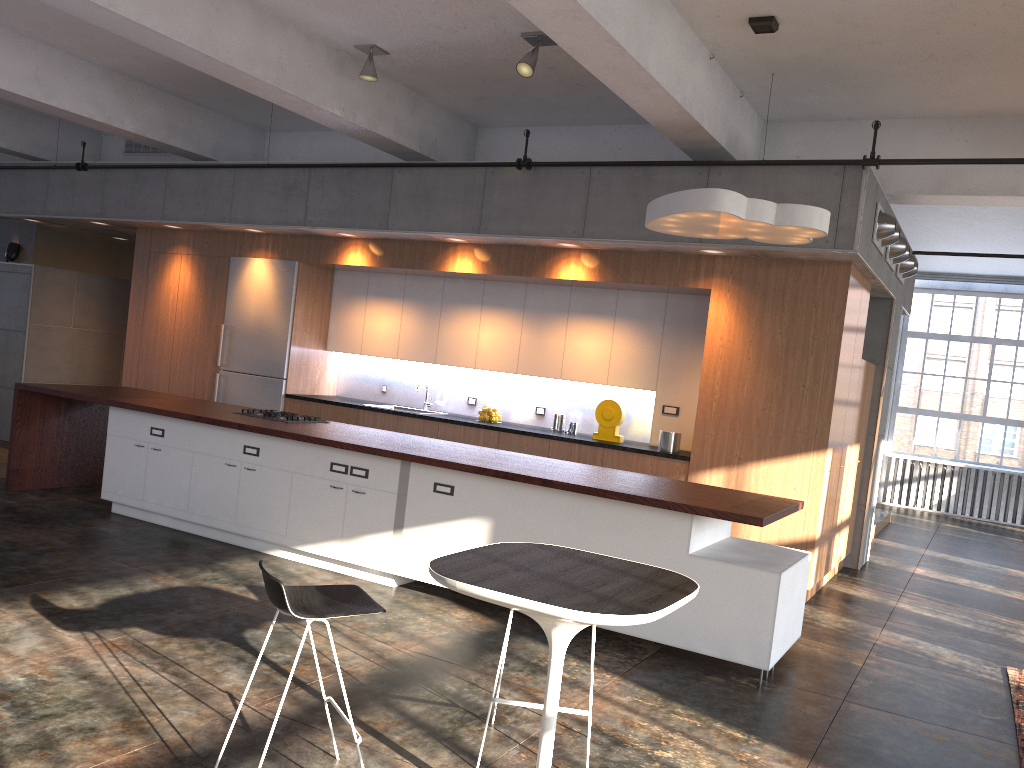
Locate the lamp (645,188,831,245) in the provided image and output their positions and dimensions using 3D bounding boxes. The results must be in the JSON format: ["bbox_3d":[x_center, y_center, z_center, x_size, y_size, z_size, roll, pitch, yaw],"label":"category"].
[{"bbox_3d":[1.440,-1.051,5.711,1.092,0.130,0.995,6,1,-16],"label":"lamp"}]

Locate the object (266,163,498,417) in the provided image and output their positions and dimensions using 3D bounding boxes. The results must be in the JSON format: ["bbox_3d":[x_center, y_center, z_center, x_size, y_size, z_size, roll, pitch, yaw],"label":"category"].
[{"bbox_3d":[-0.170,0.298,8.694,0.061,0.053,0.053,8,2,35],"label":"object"}]

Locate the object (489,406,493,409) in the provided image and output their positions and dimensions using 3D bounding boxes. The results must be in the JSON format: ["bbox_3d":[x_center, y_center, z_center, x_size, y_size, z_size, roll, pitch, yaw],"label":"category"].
[{"bbox_3d":[-4.580,-1.371,10.405,9.757,2.166,0.059,7,2,21],"label":"object"}]

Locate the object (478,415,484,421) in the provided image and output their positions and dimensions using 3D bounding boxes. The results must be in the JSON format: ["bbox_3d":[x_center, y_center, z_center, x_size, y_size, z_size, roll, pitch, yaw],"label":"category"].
[{"bbox_3d":[0.775,-0.651,7.620,0.058,2.311,2.852,4,3,-43],"label":"object"}]

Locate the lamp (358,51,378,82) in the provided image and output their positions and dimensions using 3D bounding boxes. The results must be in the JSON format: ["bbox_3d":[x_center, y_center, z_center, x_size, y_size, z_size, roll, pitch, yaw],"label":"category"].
[{"bbox_3d":[-1.123,-2.518,6.990,0.158,0.216,0.153,6,2,-25],"label":"lamp"}]

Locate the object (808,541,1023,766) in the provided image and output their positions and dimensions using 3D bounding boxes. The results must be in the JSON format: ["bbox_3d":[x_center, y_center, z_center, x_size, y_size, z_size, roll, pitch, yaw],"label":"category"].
[{"bbox_3d":[-3.515,1.181,9.083,26.704,0.001,20.096,7,1,28],"label":"object"}]

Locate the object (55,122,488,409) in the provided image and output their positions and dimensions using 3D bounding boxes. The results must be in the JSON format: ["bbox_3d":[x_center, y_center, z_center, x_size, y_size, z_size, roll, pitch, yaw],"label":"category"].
[{"bbox_3d":[-0.258,0.239,8.769,0.060,0.060,0.049,6,2,-27],"label":"object"}]

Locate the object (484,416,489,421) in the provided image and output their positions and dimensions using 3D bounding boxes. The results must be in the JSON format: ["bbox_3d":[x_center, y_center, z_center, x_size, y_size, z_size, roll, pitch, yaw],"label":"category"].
[{"bbox_3d":[-0.247,0.342,8.663,0.053,0.053,0.062,7,2,16],"label":"object"}]

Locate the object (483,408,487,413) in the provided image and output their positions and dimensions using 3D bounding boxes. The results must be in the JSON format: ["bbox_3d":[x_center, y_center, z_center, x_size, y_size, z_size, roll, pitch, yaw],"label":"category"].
[{"bbox_3d":[-3.295,-1.188,9.705,6.776,2.170,0.054,7,2,19],"label":"object"}]

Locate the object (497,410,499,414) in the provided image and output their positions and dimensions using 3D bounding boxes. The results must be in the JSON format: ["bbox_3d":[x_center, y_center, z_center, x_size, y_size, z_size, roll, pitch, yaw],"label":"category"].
[{"bbox_3d":[-0.152,0.277,8.745,0.054,0.052,0.061,6,2,-14],"label":"object"}]

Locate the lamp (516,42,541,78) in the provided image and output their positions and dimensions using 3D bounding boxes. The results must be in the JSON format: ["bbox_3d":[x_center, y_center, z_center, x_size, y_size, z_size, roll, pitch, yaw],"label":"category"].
[{"bbox_3d":[0.113,-2.298,6.233,0.131,0.287,0.223,7,2,12],"label":"lamp"}]

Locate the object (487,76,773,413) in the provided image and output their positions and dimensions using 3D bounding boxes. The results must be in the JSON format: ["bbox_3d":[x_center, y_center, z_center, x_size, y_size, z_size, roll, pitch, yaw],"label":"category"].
[{"bbox_3d":[-0.215,0.253,8.644,0.059,0.060,0.051,5,2,-39],"label":"object"}]

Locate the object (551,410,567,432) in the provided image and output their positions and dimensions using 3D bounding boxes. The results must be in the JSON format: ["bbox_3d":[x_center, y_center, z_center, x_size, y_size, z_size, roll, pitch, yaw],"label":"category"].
[{"bbox_3d":[0.462,0.349,8.570,0.142,0.210,0.061,8,2,27],"label":"object"}]

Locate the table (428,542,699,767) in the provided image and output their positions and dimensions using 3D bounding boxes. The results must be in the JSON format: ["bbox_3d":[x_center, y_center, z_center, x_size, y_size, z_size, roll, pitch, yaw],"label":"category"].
[{"bbox_3d":[0.133,1.123,3.061,0.814,0.952,0.843,8,2,28],"label":"table"}]

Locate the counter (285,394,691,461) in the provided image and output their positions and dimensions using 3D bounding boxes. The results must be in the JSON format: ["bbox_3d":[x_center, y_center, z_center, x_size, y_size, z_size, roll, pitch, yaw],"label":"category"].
[{"bbox_3d":[-0.065,0.402,9.043,4.379,0.039,1.636,7,1,27],"label":"counter"}]

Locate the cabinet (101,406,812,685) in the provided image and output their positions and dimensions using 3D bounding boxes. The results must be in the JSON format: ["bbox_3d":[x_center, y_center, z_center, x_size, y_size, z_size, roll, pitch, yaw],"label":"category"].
[{"bbox_3d":[-0.764,0.960,6.567,5.545,0.931,0.938,7,2,27],"label":"cabinet"}]

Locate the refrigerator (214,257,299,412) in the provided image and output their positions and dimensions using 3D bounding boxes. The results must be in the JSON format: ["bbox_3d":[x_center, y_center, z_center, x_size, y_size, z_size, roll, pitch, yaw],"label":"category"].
[{"bbox_3d":[-2.759,-0.248,9.576,0.940,2.192,0.223,8,2,24],"label":"refrigerator"}]

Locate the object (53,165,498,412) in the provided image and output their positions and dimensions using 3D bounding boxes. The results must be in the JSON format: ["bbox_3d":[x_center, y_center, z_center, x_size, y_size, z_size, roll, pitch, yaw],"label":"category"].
[{"bbox_3d":[-0.168,0.254,8.672,0.052,0.051,0.064,7,2,21],"label":"object"}]

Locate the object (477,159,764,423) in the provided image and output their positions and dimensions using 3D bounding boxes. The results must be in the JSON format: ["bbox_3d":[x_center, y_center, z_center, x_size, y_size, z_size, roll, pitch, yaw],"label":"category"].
[{"bbox_3d":[-4.972,0.154,12.968,12.898,1.215,0.969,8,2,38],"label":"object"}]

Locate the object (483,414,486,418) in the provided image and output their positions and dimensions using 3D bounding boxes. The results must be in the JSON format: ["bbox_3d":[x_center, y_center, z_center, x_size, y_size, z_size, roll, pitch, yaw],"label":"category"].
[{"bbox_3d":[-0.289,0.315,8.732,0.061,0.053,0.052,7,2,10],"label":"object"}]

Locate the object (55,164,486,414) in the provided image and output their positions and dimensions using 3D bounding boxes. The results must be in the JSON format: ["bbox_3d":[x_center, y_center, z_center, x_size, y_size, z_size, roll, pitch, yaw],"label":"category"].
[{"bbox_3d":[-2.752,-1.117,9.459,5.570,2.191,0.057,7,2,16],"label":"object"}]

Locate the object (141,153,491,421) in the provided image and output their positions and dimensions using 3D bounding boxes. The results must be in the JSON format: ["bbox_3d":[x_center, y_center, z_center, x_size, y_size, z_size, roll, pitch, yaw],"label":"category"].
[{"bbox_3d":[-2.572,-1.384,10.041,5.842,2.869,0.059,7,2,29],"label":"object"}]

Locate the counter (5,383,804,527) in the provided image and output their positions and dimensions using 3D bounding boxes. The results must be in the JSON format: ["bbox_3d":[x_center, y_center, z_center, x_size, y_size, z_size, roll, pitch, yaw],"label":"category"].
[{"bbox_3d":[-1.285,0.863,6.850,6.534,0.972,1.162,7,2,27],"label":"counter"}]

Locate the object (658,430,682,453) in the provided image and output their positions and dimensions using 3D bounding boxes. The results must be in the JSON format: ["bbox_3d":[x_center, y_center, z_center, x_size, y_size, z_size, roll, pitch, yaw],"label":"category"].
[{"bbox_3d":[1.363,0.497,7.649,0.192,0.170,0.188,6,2,-13],"label":"object"}]

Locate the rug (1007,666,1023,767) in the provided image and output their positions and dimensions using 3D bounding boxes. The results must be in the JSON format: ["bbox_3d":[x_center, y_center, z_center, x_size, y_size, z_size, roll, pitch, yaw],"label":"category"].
[{"bbox_3d":[3.409,1.942,4.222,1.820,0.029,2.936,7,1,28],"label":"rug"}]

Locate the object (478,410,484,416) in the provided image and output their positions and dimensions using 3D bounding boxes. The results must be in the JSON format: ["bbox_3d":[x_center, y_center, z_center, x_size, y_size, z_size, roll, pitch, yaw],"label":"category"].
[{"bbox_3d":[-1.341,-0.934,8.695,2.408,2.229,0.053,7,2,2],"label":"object"}]

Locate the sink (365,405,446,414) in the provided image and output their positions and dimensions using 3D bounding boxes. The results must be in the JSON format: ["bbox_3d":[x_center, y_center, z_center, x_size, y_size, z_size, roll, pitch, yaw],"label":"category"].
[{"bbox_3d":[-1.092,0.353,9.035,0.716,0.192,0.532,7,2,28],"label":"sink"}]

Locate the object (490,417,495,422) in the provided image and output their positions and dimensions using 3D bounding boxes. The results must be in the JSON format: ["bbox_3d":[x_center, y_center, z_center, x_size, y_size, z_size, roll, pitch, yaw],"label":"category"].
[{"bbox_3d":[-0.190,0.343,8.656,0.053,0.057,0.059,6,2,-25],"label":"object"}]

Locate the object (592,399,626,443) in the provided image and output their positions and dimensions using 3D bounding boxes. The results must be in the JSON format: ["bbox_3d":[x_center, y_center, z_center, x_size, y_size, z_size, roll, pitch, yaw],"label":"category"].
[{"bbox_3d":[0.889,0.331,8.049,0.269,0.381,0.101,8,2,27],"label":"object"}]

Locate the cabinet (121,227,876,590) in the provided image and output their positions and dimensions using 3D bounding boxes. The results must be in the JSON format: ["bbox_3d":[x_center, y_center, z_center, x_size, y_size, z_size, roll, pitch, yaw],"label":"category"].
[{"bbox_3d":[-0.476,-0.082,9.700,7.958,2.564,2.421,7,2,27],"label":"cabinet"}]

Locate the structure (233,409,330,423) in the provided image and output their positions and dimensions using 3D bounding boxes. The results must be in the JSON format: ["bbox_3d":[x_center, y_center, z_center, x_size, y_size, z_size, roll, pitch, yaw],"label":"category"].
[{"bbox_3d":[-1.934,0.279,7.439,0.628,0.072,0.521,7,2,28],"label":"structure"}]

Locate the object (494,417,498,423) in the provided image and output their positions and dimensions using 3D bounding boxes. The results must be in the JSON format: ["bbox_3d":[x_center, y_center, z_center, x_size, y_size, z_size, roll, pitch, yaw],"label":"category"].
[{"bbox_3d":[-0.171,0.350,8.714,0.074,0.063,0.063,6,2,-7],"label":"object"}]

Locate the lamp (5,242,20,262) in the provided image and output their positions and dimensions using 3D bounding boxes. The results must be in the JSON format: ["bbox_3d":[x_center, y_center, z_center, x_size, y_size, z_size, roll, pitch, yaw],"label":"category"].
[{"bbox_3d":[-6.083,-1.597,10.808,0.170,0.259,0.213,7,2,10],"label":"lamp"}]

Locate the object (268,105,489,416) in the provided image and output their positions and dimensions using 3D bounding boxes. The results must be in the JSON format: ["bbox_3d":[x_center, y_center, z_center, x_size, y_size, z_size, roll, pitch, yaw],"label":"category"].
[{"bbox_3d":[-0.225,0.289,8.682,0.052,0.053,0.062,6,2,-24],"label":"object"}]

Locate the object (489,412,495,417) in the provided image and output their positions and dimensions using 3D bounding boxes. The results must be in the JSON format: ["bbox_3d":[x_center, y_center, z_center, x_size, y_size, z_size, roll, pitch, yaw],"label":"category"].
[{"bbox_3d":[-4.326,-1.365,12.410,11.550,2.211,0.063,8,3,42],"label":"object"}]

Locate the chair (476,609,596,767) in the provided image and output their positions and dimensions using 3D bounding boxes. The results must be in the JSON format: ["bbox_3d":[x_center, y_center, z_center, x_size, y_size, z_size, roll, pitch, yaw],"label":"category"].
[{"bbox_3d":[0.148,1.199,3.767,0.462,0.896,0.506,7,2,5],"label":"chair"}]
